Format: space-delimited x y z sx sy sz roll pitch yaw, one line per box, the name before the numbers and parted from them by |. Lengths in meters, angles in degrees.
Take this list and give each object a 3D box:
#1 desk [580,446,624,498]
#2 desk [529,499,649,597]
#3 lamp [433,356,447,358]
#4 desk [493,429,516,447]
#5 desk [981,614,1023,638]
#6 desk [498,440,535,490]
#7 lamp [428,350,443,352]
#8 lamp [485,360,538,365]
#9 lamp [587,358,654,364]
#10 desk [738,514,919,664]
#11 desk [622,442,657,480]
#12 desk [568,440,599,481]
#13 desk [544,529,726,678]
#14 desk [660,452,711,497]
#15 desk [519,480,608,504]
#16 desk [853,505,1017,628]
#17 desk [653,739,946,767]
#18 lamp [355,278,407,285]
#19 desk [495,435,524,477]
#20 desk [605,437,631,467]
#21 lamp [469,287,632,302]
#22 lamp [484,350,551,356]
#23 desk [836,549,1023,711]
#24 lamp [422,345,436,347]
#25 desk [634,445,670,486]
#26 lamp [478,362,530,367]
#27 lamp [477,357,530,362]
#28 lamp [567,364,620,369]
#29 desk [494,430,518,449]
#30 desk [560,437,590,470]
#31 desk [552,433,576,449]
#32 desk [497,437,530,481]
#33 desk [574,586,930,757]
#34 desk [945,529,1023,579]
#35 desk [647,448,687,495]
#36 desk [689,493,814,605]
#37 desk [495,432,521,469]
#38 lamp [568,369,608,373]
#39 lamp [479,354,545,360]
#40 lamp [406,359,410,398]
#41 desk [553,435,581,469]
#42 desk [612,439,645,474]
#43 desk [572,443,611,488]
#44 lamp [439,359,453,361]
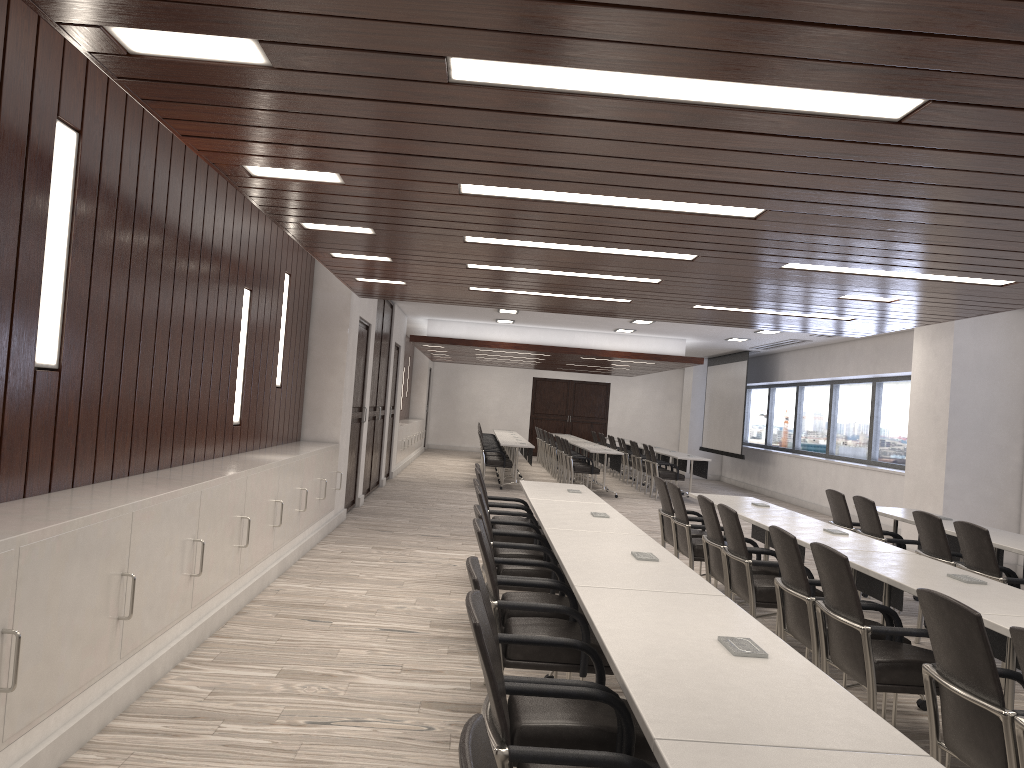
desk | 1.555 1.550 15.751 0.577 0.795 1.509 4 -1 -2
desk | 0.408 1.211 5.606 0.577 0.795 1.509 4 -1 -2
lamp | -1.664 -0.666 21.116 0.464 0.045 0.236 4 -1 -2
desk | -0.235 1.602 23.299 0.577 0.795 1.509 4 -1 -2
desk | 2.033 1.260 2.613 0.577 0.795 1.509 4 -1 -2
desk | 0.041 1.434 15.699 0.577 0.795 1.509 4 -1 -2
lamp | -1.576 -0.720 18.698 0.464 0.045 0.236 4 -1 -2
lamp | -0.124 -0.548 21.169 1.496 0.045 0.236 4 -1 -2
lamp | 2.073 -0.478 17.284 1.496 0.045 0.236 4 -1 -2
desk | 1.922 1.327 5.658 0.577 0.795 1.509 4 -1 -2
desk | 2.882 1.765 20.358 0.577 0.795 1.509 4 -1 -2
desk | 1.445 1.617 18.785 0.577 0.795 1.509 4 -1 -2
desk | 0.464 1.178 4.082 0.577 0.795 1.509 4 -1 -2
desk | 3.047 1.665 15.803 0.577 0.795 1.509 4 -1 -2
desk | 0.353 1.245 7.127 0.577 0.795 1.509 4 -1 -2
desk | 3.359 1.475 7.232 0.577 0.795 1.509 4 -1 -2
desk | 0.574 1.111 1.048 0.577 0.795 1.509 4 -1 -2
lamp | -1.189 -0.955 8.030 0.464 0.045 0.236 4 -1 -2
desk | -0.069 1.501 18.732 0.577 0.795 1.509 4 -1 -2
desk | 2.771 1.833 23.404 0.577 0.795 1.509 4 -1 -2
lamp | 0.352 -0.837 8.084 1.496 0.045 0.236 4 -1 -2
lamp | 0.020 -0.636 17.213 1.496 0.045 0.236 4 -1 -2
desk | 1.978 1.294 4.134 0.577 0.795 1.509 4 -1 -2
lamp | -1.521 -0.754 17.159 0.464 0.045 0.236 4 -1 -2
desk | 2.937 1.732 18.837 0.577 0.795 1.509 4 -1 -2
lamp | -0.172 -0.519 22.488 1.496 0.045 0.236 4 -1 -2
lamp | -0.084 -0.573 20.070 1.496 0.045 0.236 4 -1 -2
lamp | 1.970 -0.415 20.141 1.496 0.045 0.236 4 -1 -2
desk | -0.180 1.568 21.778 0.577 0.795 1.509 4 -1 -2
desk | 1.390 1.651 20.306 0.577 0.795 1.509 4 -1 -2
desk | 1.279 1.718 23.352 0.577 0.795 1.509 4 -1 -2
desk | -0.014 1.468 17.220 0.577 0.795 1.509 4 -1 -2
desk | 0.519 1.144 2.560 0.577 0.795 1.509 4 -1 -2
desk | 3.414 1.442 5.710 0.577 0.795 1.509 4 -1 -2
desk | 2.992 1.698 17.324 0.577 0.795 1.509 4 -1 -2
desk | 1.867 1.361 7.180 0.577 0.795 1.509 4 -1 -2
desk | -0.124 1.535 20.254 0.577 0.795 1.509 4 -1 -2
lamp | 1.882 -0.362 22.559 1.496 0.045 0.236 4 -1 -2
lamp | -0.036 -0.602 18.751 1.496 0.045 0.236 4 -1 -2
lamp | -2.703 -0.185 22.638 0.094 1.058 0.236 4 -1 -2
desk | 1.334 1.685 21.830 0.577 0.795 1.509 4 -1 -2
desk | 2.826 1.799 21.882 0.577 0.795 1.509 4 -1 -2
desk | 1.500 1.584 17.273 0.577 0.795 1.509 4 -1 -2
lamp | -1.712 -0.637 22.434 0.464 0.045 0.236 4 -1 -2
